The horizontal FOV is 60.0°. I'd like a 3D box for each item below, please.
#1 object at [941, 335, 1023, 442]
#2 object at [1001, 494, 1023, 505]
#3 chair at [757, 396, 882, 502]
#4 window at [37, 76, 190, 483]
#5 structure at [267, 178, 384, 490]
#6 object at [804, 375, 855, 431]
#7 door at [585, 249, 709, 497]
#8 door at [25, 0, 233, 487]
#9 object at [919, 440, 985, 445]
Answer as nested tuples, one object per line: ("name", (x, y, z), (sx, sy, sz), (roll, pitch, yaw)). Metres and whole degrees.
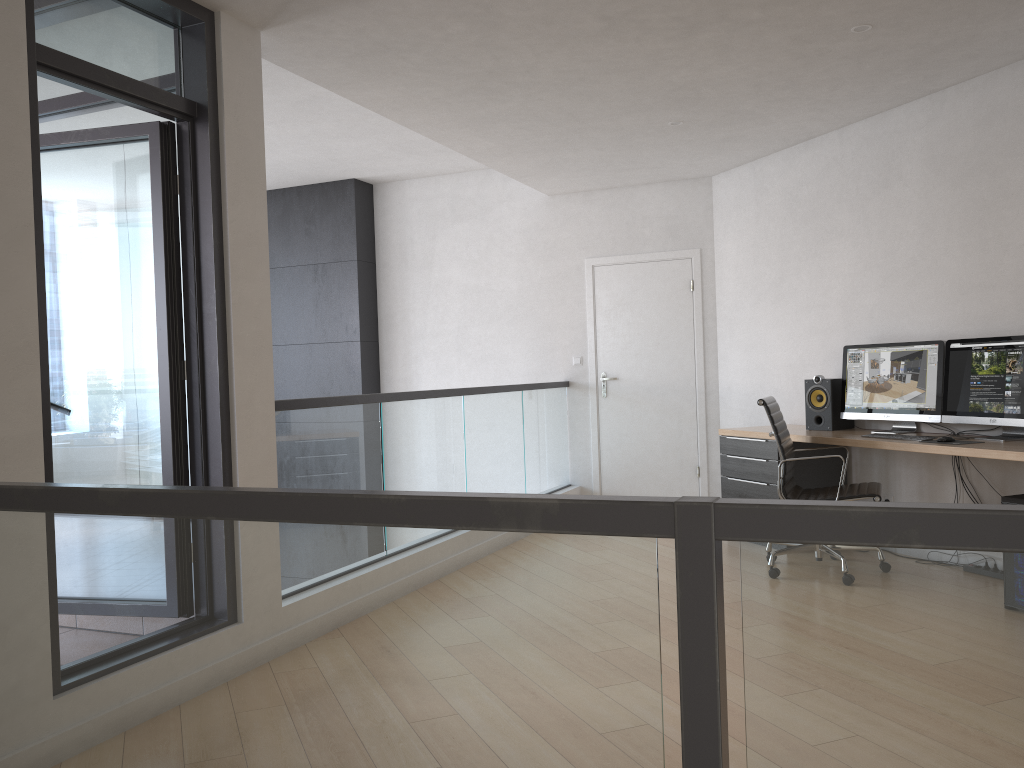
("object", (2.546, 0.022, 4.608), (0.190, 0.535, 0.716), (-2, 1, -17))
("object", (2.536, 0.781, 4.130), (0.474, 0.527, 0.215), (-2, 1, -22))
("chair", (1.760, 0.564, 5.045), (0.699, 0.991, 0.664), (-2, 1, 29))
("window", (-3.589, -0.549, 4.790), (5.002, 2.402, 0.170), (-2, 1, 23))
("structure", (-2.024, 1.331, 8.325), (1.500, 6.351, 0.722), (-2, 1, 23))
("object", (2.046, 0.116, 5.725), (0.249, 0.354, 0.198), (-3, 1, -37))
("door", (1.107, -0.010, 7.345), (0.974, 2.136, 0.085), (-2, 1, 23))
("door", (-1.772, -0.246, 3.403), (0.924, 2.500, 0.905), (-2, 1, 23))
("object", (2.261, 0.299, 4.565), (0.200, 0.002, 0.250), (-2, 1, -22))
